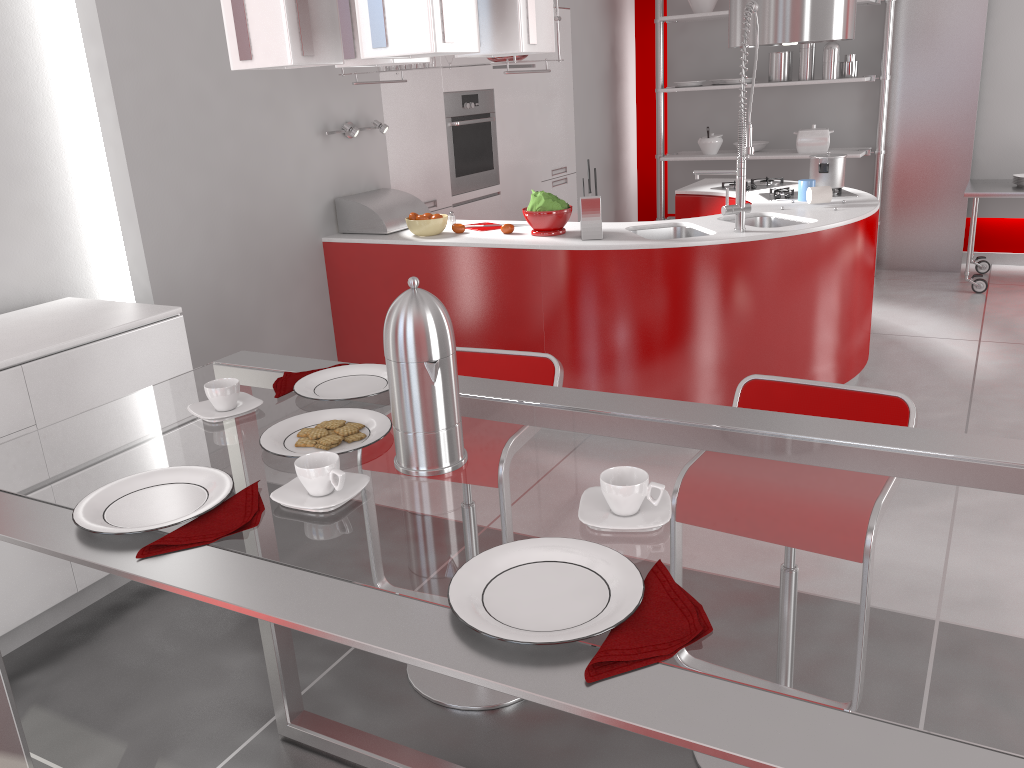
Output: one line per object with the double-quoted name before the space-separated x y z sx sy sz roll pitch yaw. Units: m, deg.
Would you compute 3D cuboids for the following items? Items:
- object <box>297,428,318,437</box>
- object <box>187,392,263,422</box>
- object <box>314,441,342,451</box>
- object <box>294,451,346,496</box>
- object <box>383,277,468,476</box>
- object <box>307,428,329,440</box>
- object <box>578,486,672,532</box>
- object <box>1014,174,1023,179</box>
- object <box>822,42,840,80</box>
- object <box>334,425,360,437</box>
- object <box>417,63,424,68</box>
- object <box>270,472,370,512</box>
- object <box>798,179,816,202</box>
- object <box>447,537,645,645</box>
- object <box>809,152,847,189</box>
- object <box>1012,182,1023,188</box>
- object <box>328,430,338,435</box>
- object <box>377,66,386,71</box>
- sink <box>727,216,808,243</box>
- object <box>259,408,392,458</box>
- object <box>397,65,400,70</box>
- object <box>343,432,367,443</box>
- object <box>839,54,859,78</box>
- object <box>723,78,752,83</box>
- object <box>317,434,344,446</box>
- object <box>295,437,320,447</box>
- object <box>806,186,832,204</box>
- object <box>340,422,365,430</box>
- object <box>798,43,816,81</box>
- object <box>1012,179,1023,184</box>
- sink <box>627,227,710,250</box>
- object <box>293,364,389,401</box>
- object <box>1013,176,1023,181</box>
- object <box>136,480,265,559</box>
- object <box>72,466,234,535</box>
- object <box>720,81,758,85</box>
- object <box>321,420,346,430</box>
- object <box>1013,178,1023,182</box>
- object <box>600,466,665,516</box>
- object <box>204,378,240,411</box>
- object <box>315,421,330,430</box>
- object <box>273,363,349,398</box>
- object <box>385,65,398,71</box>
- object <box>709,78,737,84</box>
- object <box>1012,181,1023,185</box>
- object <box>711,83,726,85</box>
"object" -0.340 0.081 1.490 0.036 0.006 0.034 1 19 13
"object" -0.526 0.044 1.631 0.119 0.016 0.119 -19 24 -38
"object" -0.297 0.097 1.436 0.034 0.006 0.036 8 22 32
"object" -0.270 0.132 1.248 0.062 0.049 0.078 -10 20 -19
"object" -0.146 -0.020 1.322 0.149 0.287 0.113 10 23 35
"object" -0.321 0.082 1.466 0.034 0.006 0.036 -12 20 -22
"object" 0.147 0.164 1.151 0.119 0.016 0.119 -1 19 9
"object" 3.468 -1.377 5.896 0.228 0.020 0.228 0 19 11
"object" 2.248 -2.290 6.243 0.115 0.274 0.115 4 20 21
"object" -0.274 0.077 1.470 0.034 0.006 0.036 -17 23 -35
"object" -0.424 -1.551 4.161 0.060 0.141 0.060 7 21 28
"object" -0.271 0.153 1.263 0.119 0.016 0.119 6 21 26
"object" 1.463 -0.966 4.418 0.080 0.100 0.109 -3 19 3
"object" 0.037 0.228 0.979 0.217 0.015 0.217 -17 23 -34
"object" 1.665 -1.131 4.681 0.189 0.185 0.218 -6 19 -8
"object" 3.471 -1.329 5.912 0.228 0.020 0.228 0 19 11
"object" -0.297 0.083 1.476 0.034 0.006 0.036 -20 25 -40
"object" -0.612 -1.544 4.176 0.060 0.141 0.060 7 21 28
"sink" 1.172 -0.654 4.098 0.326 0.172 0.428 -11 20 -20
"object" -0.307 0.084 1.469 0.217 0.015 0.217 -11 20 -22
"object" -0.521 -1.553 4.186 0.060 0.141 0.060 7 21 28
"object" -0.261 0.087 1.459 0.036 0.006 0.034 -18 23 -37
"object" 2.422 -2.284 6.373 0.127 0.157 0.127 11 24 37
"object" 1.690 -2.254 6.608 0.244 0.042 0.244 1 19 13
"object" -0.294 0.090 1.436 0.034 0.006 0.036 12 24 39
"object" -0.334 0.094 1.450 0.036 0.006 0.034 -1 19 8
"object" 1.484 -0.918 4.299 0.100 0.080 0.109 -4 19 0
"object" -0.272 0.073 1.501 0.036 0.006 0.034 6 21 27
"object" 2.117 -2.349 6.356 0.109 0.329 0.110 6 21 26
"object" 3.470 -1.348 5.905 0.228 0.020 0.228 0 19 11
"sink" 0.706 -0.582 3.976 0.326 0.172 0.428 -7 19 -9
"object" -0.313 0.001 1.718 0.217 0.015 0.217 -12 20 -23
"object" 3.469 -1.368 5.899 0.228 0.020 0.228 0 19 11
"object" -0.386 0.184 1.196 0.095 0.012 0.234 6 21 27
"object" -0.507 0.167 1.262 0.217 0.015 0.217 -2 19 5
"object" 1.691 -2.241 6.613 0.280 0.015 0.280 -15 21 -29
"object" -0.301 0.068 1.502 0.034 0.006 0.036 2 20 17
"object" 3.469 -1.358 5.902 0.228 0.020 0.228 0 19 11
"object" 0.150 0.143 1.138 0.062 0.049 0.078 -18 23 -35
"object" -0.534 0.021 1.627 0.078 0.049 0.062 6 21 28
"object" -0.315 0.071 1.515 0.036 0.006 0.034 7 21 28
"object" -0.431 -0.014 1.788 0.095 0.012 0.234 7 21 28
"object" -0.563 -1.521 4.097 0.060 0.141 0.060 -2 19 6
"object" 1.652 -2.344 6.882 0.244 0.042 0.244 4 20 20
"object" 3.470 -1.339 5.909 0.228 0.020 0.228 0 19 11
"object" 1.653 -2.331 6.887 0.280 0.015 0.280 -12 20 -22
